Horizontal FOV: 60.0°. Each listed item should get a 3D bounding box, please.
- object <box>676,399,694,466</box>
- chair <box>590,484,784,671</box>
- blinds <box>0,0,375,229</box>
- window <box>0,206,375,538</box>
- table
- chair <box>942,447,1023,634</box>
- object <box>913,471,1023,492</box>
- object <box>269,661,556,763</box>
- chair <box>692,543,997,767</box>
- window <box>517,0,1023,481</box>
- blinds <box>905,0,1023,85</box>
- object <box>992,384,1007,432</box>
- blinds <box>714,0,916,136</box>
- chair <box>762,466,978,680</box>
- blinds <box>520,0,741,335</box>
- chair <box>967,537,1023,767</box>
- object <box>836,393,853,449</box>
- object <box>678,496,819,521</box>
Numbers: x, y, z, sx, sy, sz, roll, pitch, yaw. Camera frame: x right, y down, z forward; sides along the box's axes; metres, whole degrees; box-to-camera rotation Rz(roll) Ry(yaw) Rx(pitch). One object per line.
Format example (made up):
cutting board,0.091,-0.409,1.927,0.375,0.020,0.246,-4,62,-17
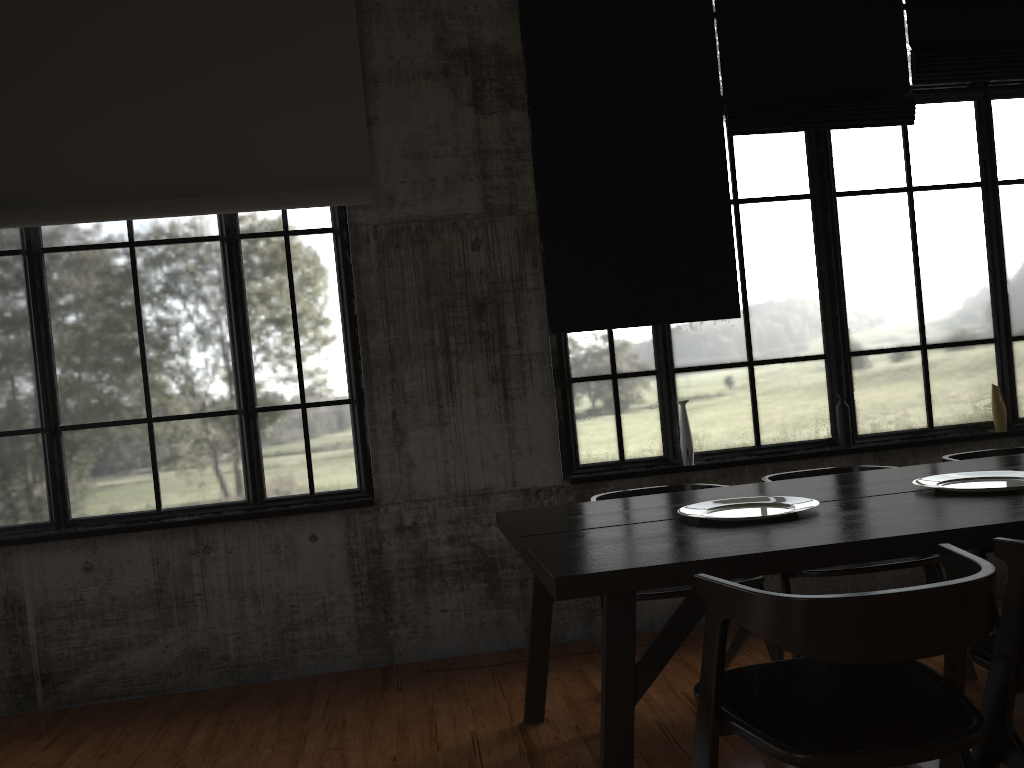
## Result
object,1.083,0.304,5.520,0.082,0.411,0.082,-5,1,44
chair,0.791,1.031,4.298,0.878,0.994,0.769,-5,0,-8
blinds,-3.091,-1.726,4.885,4.464,1.777,0.137,-5,1,-7
window,-3.084,-0.778,5.082,4.303,3.437,0.050,-5,1,-7
table,1.898,0.907,3.582,3.701,1.006,1.639,-5,0,-7
chair,2.685,0.853,4.541,0.878,0.994,0.769,-5,0,-7
object,1.880,0.390,3.520,0.527,0.024,0.526,-6,-1,3
object,5.506,0.716,1.326,20.822,0.657,8.771,-5,-1,-7
chair,0.939,0.990,2.472,0.878,0.994,0.769,-5,0,-6
window,2.028,-1.259,5.713,3.810,3.437,0.050,-5,1,-7
blinds,3.165,-2.550,5.748,1.296,1.142,0.052,-5,1,-7
object,3.169,0.153,5.771,0.074,0.319,0.073,-6,1,-45
blinds,1.901,-2.303,5.592,1.254,1.398,0.052,-5,1,-7
chair,1.681,0.947,4.408,0.878,0.994,0.769,-5,0,-6
blinds,0.721,-1.621,5.472,1.215,2.535,0.034,-6,1,-7
chair,1.829,0.907,2.582,0.878,0.994,0.769,-5,0,-8
object,2.112,0.237,5.643,0.080,0.352,0.080,-5,1,24
object,0.903,0.482,3.399,0.527,0.024,0.526,-6,-1,3
